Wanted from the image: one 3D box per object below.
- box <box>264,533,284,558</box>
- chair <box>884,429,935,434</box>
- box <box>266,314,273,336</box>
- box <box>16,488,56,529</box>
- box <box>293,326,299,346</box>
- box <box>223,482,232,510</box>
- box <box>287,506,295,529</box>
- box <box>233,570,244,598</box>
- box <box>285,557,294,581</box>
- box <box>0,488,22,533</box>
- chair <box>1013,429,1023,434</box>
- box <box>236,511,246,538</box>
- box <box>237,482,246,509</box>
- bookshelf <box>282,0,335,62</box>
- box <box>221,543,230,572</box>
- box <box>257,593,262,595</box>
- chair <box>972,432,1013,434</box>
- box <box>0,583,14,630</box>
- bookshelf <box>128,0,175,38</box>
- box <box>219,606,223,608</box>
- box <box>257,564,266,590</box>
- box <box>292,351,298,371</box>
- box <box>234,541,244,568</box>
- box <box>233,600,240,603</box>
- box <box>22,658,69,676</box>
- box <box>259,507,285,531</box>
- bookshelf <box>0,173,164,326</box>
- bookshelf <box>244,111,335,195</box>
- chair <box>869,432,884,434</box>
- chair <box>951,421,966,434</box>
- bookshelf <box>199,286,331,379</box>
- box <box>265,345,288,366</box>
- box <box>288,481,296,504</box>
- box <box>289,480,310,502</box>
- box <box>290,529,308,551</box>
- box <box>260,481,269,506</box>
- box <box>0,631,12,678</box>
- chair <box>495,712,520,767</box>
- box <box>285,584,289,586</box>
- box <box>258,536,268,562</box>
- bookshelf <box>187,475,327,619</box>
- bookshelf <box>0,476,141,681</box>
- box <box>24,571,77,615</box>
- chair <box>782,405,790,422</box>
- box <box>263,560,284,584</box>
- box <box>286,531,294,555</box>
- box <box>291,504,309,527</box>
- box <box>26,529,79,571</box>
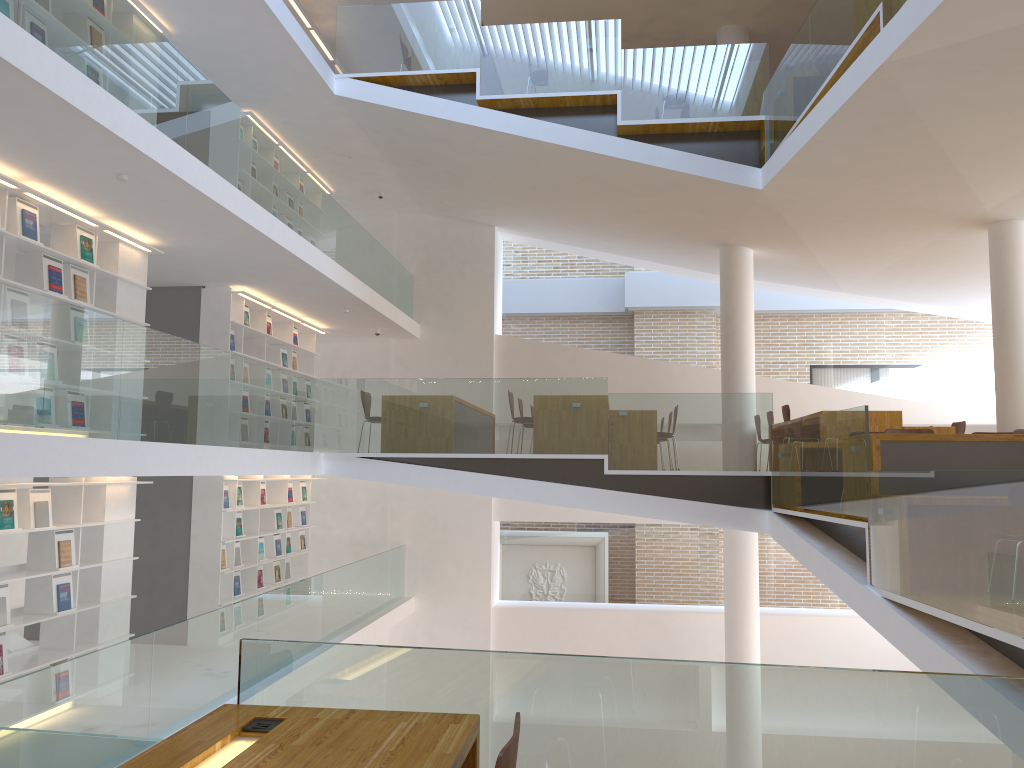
[{"bbox_3d":[-3.068,2.042,11.275,0.274,0.296,0.245,0,-6,7],"label":"box"},{"bbox_3d":[3.135,0.684,6.856,0.428,0.693,0.381,0,-6,7],"label":"chair"},{"bbox_3d":[-3.106,-0.719,10.987,0.274,0.296,0.245,0,-6,7],"label":"box"},{"bbox_3d":[-3.978,2.312,2.985,0.498,3.764,7.125,0,-6,7],"label":"box"},{"bbox_3d":[-3.000,-0.627,11.898,0.274,0.296,0.245,0,-6,7],"label":"box"},{"bbox_3d":[-3.250,1.233,9.747,0.274,0.296,0.245,0,-6,7],"label":"box"},{"bbox_3d":[-3.022,1.750,11.664,0.274,0.296,0.245,0,-6,7],"label":"box"},{"bbox_3d":[-3.211,2.251,10.059,0.274,0.296,0.245,0,-6,7],"label":"box"},{"bbox_3d":[-3.027,2.405,11.610,0.274,0.296,0.245,0,-6,7],"label":"box"},{"bbox_3d":[-3.611,0.876,6.174,0.274,0.296,0.245,0,-6,7],"label":"box"},{"bbox_3d":[4.100,0.681,6.742,0.428,0.693,0.381,0,-6,7],"label":"chair"},{"bbox_3d":[-3.207,1.591,10.108,0.274,0.296,0.245,0,-6,7],"label":"box"},{"bbox_3d":[-3.207,1.267,10.115,0.274,0.296,0.245,0,-6,7],"label":"box"},{"bbox_3d":[-2.980,-4.067,11.555,0.498,1.836,2.984,0,-6,7],"label":"bookshelf"},{"bbox_3d":[-3.256,1.884,9.681,0.274,0.296,0.245,0,-6,7],"label":"box"},{"bbox_3d":[-3.138,2.642,10.665,0.274,0.296,0.245,0,-6,7],"label":"box"},{"bbox_3d":[4.094,0.769,7.631,0.428,0.693,0.381,0,-6,7],"label":"chair"},{"bbox_3d":[-3.618,1.529,6.094,0.274,0.296,0.245,0,-6,7],"label":"box"},{"bbox_3d":[-3.595,-2.558,6.354,0.498,1.836,3.666,0,-6,7],"label":"bookshelf"},{"bbox_3d":[-3.263,2.539,9.615,0.274,0.296,0.245,0,-6,7],"label":"box"},{"bbox_3d":[-3.135,2.315,10.697,0.274,0.296,0.245,0,-6,7],"label":"box"},{"bbox_3d":[-3.003,-0.301,11.866,0.274,0.296,0.245,0,-6,7],"label":"box"},{"bbox_3d":[-3.213,1.920,10.053,0.274,0.296,0.245,0,-6,7],"label":"box"},{"bbox_3d":[-3.213,2.580,10.037,0.274,0.296,0.245,0,-6,7],"label":"box"},{"bbox_3d":[-3.537,2.256,6.770,0.274,0.296,0.245,0,-6,7],"label":"box"},{"bbox_3d":[-3.065,1.715,11.307,0.274,0.296,0.245,0,-6,7],"label":"box"},{"bbox_3d":[-3.613,-0.521,6.154,0.498,1.836,3.666,0,-6,7],"label":"bookshelf"},{"bbox_3d":[-2.998,-2.062,11.358,0.498,1.836,2.984,0,-6,7],"label":"bookshelf"},{"bbox_3d":[3.129,0.771,7.745,0.428,0.693,0.381,0,-6,7],"label":"chair"},{"bbox_3d":[4.565,0.744,9.388,0.381,0.693,0.428,0,-6,7],"label":"chair"},{"bbox_3d":[-3.017,-0.025,11.158,0.498,1.836,2.984,0,-6,7],"label":"bookshelf"},{"bbox_3d":[-3.046,-0.335,11.508,0.274,0.296,0.245,0,-6,7],"label":"box"},{"bbox_3d":[-3.019,1.424,11.696,0.274,0.296,0.245,0,-6,7],"label":"box"},{"bbox_3d":[-2.958,1.475,12.216,0.274,0.296,0.245,0,-6,7],"label":"box"},{"bbox_3d":[-2.962,2.130,12.165,0.274,0.296,0.245,0,-6,7],"label":"box"},{"bbox_3d":[-3.125,1.332,10.785,0.274,0.296,0.245,0,-6,7],"label":"box"},{"bbox_3d":[-3.621,1.856,6.068,0.274,0.296,0.245,0,-6,7],"label":"box"},{"bbox_3d":[-0.177,1.145,2.038,0.381,0.693,0.428,0,-6,7],"label":"chair"},{"bbox_3d":[-3.031,2.731,11.568,0.274,0.296,0.245,0,-6,7],"label":"box"},{"bbox_3d":[-3.131,1.989,10.743,0.274,0.296,0.245,0,-6,7],"label":"box"},{"bbox_3d":[-3.036,2.026,10.956,0.498,1.836,2.984,0,-6,7],"label":"bookshelf"},{"bbox_3d":[-3.683,1.530,5.959,0.397,1.836,3.666,0,-6,7],"label":"bookshelf"},{"bbox_3d":[-3.534,1.600,6.810,0.274,0.296,0.245,0,-6,7],"label":"box"},{"bbox_3d":[3.024,0.571,9.230,0.381,0.693,0.428,0,-6,7],"label":"chair"},{"bbox_3d":[-3.069,2.370,11.256,0.274,0.296,0.245,0,-6,7],"label":"box"},{"bbox_3d":[-3.027,2.076,11.622,0.274,0.296,0.245,0,-6,7],"label":"box"},{"bbox_3d":[-2.961,1.801,12.184,0.274,0.296,0.245,0,-6,7],"label":"box"},{"bbox_3d":[-3.531,1.273,6.840,0.274,0.296,0.245,0,-6,7],"label":"box"}]
